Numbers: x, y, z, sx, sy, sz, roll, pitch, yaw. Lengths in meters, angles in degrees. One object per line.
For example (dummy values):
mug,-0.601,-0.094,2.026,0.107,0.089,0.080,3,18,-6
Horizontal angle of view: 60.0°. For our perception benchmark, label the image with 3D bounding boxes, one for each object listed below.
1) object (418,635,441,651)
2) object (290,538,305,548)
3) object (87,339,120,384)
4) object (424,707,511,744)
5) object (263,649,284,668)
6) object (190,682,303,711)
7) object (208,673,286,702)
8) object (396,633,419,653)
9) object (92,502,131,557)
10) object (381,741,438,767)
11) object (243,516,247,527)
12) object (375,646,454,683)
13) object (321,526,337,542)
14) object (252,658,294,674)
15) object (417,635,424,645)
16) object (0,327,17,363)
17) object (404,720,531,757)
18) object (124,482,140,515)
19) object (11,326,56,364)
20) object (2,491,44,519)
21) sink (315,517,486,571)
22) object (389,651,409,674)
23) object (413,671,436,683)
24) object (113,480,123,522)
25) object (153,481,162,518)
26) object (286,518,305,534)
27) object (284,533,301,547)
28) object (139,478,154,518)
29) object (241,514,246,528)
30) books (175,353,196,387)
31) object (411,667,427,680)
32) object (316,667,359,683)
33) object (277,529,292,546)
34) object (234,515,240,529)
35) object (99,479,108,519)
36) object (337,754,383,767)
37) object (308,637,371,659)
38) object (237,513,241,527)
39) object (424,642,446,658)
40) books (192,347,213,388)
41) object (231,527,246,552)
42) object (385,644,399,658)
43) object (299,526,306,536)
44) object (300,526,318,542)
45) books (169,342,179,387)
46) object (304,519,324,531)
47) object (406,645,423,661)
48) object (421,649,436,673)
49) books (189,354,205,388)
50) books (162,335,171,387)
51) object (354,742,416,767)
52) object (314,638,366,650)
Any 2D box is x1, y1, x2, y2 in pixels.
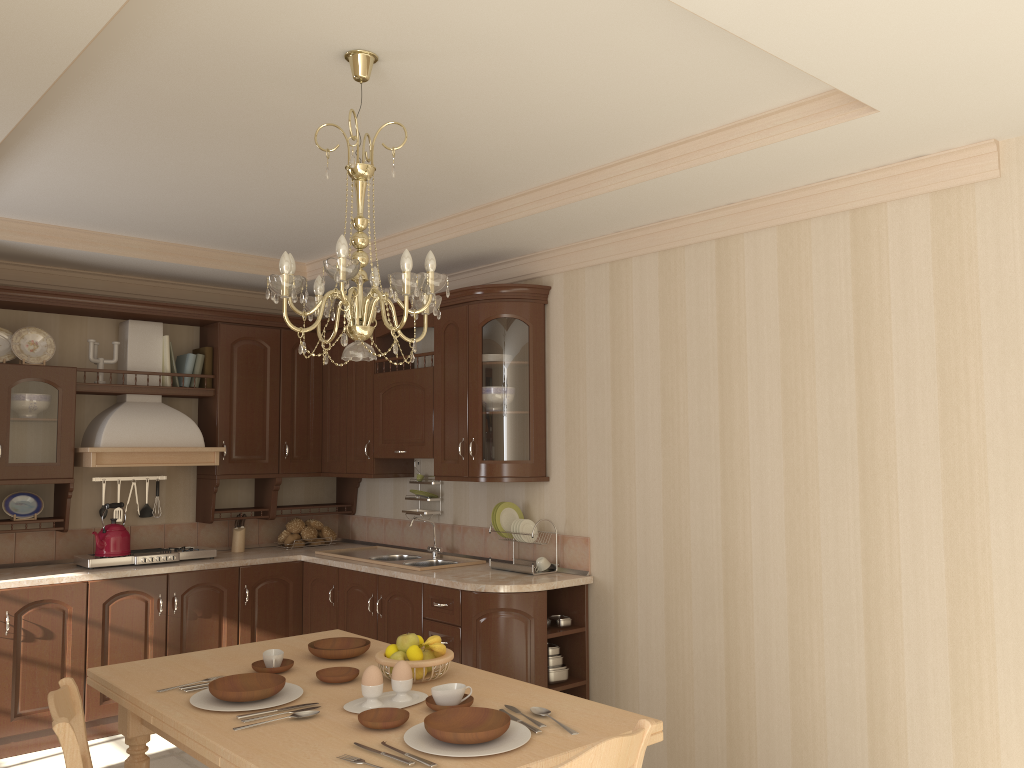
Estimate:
object,-0.244,0.787,2.652,0.066,0.085,0.184,0,-4,-4
object,-1.392,1.026,5.726,0.119,0.058,0.114,-1,-4,13
object,-2.340,-0.120,5.017,0.174,0.248,0.163,-1,-4,11
object,-0.105,0.810,2.085,0.204,0.042,0.204,-2,-5,18
object,-0.734,0.855,2.724,0.063,0.055,0.119,1,-4,-13
object,-0.726,0.858,2.434,0.299,0.009,0.299,4,-6,-43
object,-0.727,0.840,2.436,0.204,0.042,0.204,4,-6,-42
object,-0.312,0.778,2.655,0.068,0.061,0.069,2,-5,-25
object,-2.170,0.789,4.826,0.181,0.282,0.227,1,-5,-18
object,-0.234,0.822,1.972,0.022,0.008,0.218,3,-6,-39
object,-1.694,0.905,5.584,0.022,0.159,0.050,-2,-5,18
object,-0.291,0.840,2.649,0.235,0.068,0.235,-1,-4,6
object,-1.206,0.988,5.836,0.097,0.106,0.117,-1,-4,4
object,-0.736,0.872,2.729,0.126,0.026,0.127,1,-4,-15
object,-0.296,0.789,2.706,0.054,0.046,0.047,0,-4,0
object,-2.765,-0.212,4.681,0.342,0.209,0.073,3,-6,-40
object,-0.104,0.828,2.084,0.299,0.009,0.299,-3,-5,27
object,-2.236,0.677,5.221,0.089,0.195,0.005,4,-6,-42
object,-2.576,-0.209,4.773,0.220,0.210,0.068,4,-6,-43
object,-2.616,0.647,4.746,0.202,0.143,0.071,4,-6,-43
sink,-0.666,0.937,5.112,0.448,0.348,1.077,4,-6,-42
object,-0.330,0.825,2.611,0.072,0.076,0.074,-2,-5,23
object,-0.291,0.871,2.647,0.128,0.011,0.128,0,-4,-1
object,-2.294,0.680,5.171,0.051,0.245,0.003,4,-6,-42
object,-2.126,0.692,5.317,0.049,0.219,0.049,-2,-5,26
object,-1.399,0.918,5.734,0.100,0.105,0.118,-4,-6,43
object,-1.408,1.004,5.685,0.104,0.092,0.114,-1,-4,5
object,-2.180,0.679,5.288,0.088,0.236,0.028,4,-6,-42
object,-1.688,0.912,5.546,0.027,0.198,0.053,-3,-5,32
books,-1.994,-0.075,5.380,0.086,0.209,0.205,4,-6,-42
object,-0.275,0.839,2.587,0.055,0.046,0.046,0,-4,-9
object,-0.514,0.862,2.615,0.127,0.026,0.126,-1,-4,13
object,-1.465,0.990,5.730,0.092,0.109,0.123,-2,-4,16
object,-1.721,0.917,5.532,0.027,0.198,0.053,-3,-5,32
object,-2.355,0.664,5.114,0.048,0.231,0.015,3,-6,-40
object,-0.295,0.818,1.898,0.218,0.004,0.028,-4,-5,38
object,-0.570,0.879,2.930,0.204,0.042,0.204,0,-4,-3
object,-1.717,0.909,5.562,0.027,0.191,0.052,-1,-4,4
object,-0.228,0.804,2.639,0.064,0.094,0.176,0,-4,-5
books,-1.902,-0.092,5.454,0.052,0.254,0.205,4,-6,-42
object,-1.702,0.969,5.537,0.078,0.148,0.151,0,-4,-4
object,-0.358,0.806,2.662,0.045,0.047,0.055,0,-4,-10
object,-1.391,0.966,5.809,0.110,0.092,0.113,-1,-4,11
object,-1.315,0.969,5.742,0.110,0.102,0.115,1,-4,-13
books,-2.063,-0.110,5.328,0.068,0.271,0.194,4,-6,-42
object,-1.306,0.928,5.840,0.125,0.078,0.112,-4,-6,43
object,-0.284,0.792,2.598,0.051,0.053,0.045,-4,-5,37
object,-0.264,0.828,2.647,0.076,0.065,0.077,-2,-5,25
books,-1.949,-0.073,5.407,0.080,0.209,0.205,4,-6,-42
books,-2.088,-0.129,5.299,0.042,0.305,0.194,4,-6,-42
object,-0.289,0.822,1.973,0.212,0.008,0.018,-4,-6,43
object,-0.569,0.874,2.930,0.168,0.034,0.168,2,-5,-31
